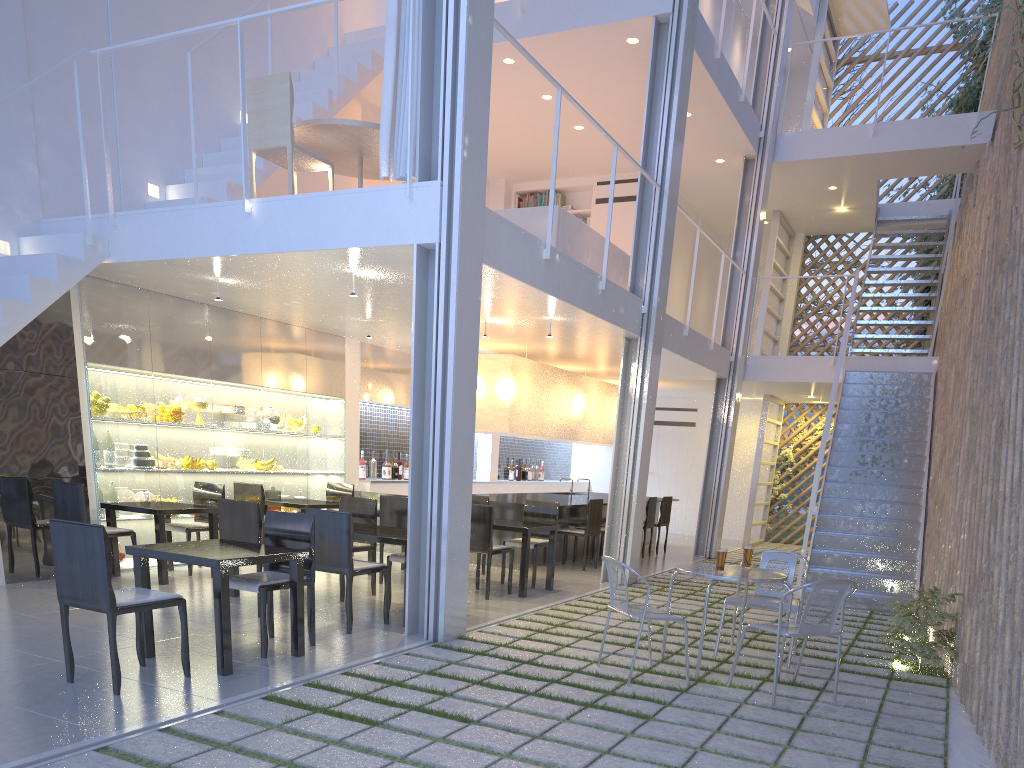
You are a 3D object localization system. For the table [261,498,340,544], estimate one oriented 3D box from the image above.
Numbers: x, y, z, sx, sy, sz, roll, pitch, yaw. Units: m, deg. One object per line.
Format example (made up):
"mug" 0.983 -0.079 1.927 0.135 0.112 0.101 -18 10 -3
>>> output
"table" -1.143 0.811 4.527 0.352 0.351 0.340 6 6 27

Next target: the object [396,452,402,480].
"object" -1.270 0.396 4.727 0.065 0.305 2.101 12 0 29

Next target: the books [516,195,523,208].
"books" 0.056 -1.341 6.222 0.014 0.151 0.085 12 13 29

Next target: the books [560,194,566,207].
"books" 0.375 -1.326 6.080 0.006 0.137 0.069 12 14 29

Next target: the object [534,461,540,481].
"object" 0.225 0.787 7.443 0.045 0.198 0.043 11 16 26

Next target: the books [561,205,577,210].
"books" 0.420 -1.293 6.063 0.092 0.022 0.062 1 -3 32

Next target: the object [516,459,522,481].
"object" 0.060 0.745 7.128 0.044 0.206 0.043 8 15 18

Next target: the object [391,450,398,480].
"object" -1.265 0.392 4.675 0.102 0.305 2.034 12 0 31

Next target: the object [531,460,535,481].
"object" 0.186 0.781 7.402 0.046 0.198 0.041 -1 15 -16

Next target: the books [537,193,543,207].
"books" 0.209 -1.338 6.151 0.024 0.154 0.080 12 14 28

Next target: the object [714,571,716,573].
"object" -0.564 0.356 3.150 2.807 0.424 0.035 1 13 29

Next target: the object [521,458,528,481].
"object" 0.116 0.755 7.262 0.045 0.216 0.043 11 16 26

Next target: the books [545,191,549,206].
"books" 0.275 -1.341 6.117 0.014 0.162 0.083 12 14 29

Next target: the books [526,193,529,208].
"books" 0.132 -1.341 6.187 0.011 0.154 0.082 12 14 29

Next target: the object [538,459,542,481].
"object" 0.247 0.784 7.498 0.046 0.215 0.043 -2 16 -21

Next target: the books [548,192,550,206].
"books" 0.292 -1.335 6.109 0.010 0.150 0.085 12 13 29

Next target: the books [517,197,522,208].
"books" 0.063 -1.332 6.218 0.005 0.131 0.091 12 12 29

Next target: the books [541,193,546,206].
"books" 0.245 -1.337 6.137 0.026 0.152 0.075 12 14 28

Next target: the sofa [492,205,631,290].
"sofa" 0.212 -0.589 4.362 0.489 0.387 0.963 5 -1 28

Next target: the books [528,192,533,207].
"books" 0.144 -1.344 6.182 0.011 0.163 0.079 12 14 29

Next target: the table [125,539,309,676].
"table" -0.854 0.646 2.426 0.352 0.351 0.340 6 6 27

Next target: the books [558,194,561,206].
"books" 0.365 -1.323 6.076 0.006 0.128 0.086 12 12 29

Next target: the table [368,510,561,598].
"table" -0.259 0.831 4.106 0.899 0.349 0.340 3 5 26

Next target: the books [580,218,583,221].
"books" -0.614 -0.532 4.922 0.035 1.743 3.580 16 7 39

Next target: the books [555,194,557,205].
"books" 0.341 -1.325 6.086 0.014 0.131 0.089 12 12 29

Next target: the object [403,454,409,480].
"object" -1.284 0.387 4.652 0.056 0.310 2.381 12 0 30

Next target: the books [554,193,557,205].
"books" 0.330 -1.331 6.088 0.008 0.143 0.091 12 12 29

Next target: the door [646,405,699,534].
"door" -0.242 0.539 5.881 0.457 1.254 5.463 15 4 41

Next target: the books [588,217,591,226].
"books" -0.572 -0.532 4.911 0.036 1.743 3.574 17 8 40

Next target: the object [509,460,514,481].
"object" -0.003 0.741 7.045 0.042 0.193 0.038 3 15 -2

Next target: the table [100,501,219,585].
"table" -1.574 0.713 3.726 0.352 0.351 0.340 6 6 27

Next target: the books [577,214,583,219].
"books" -0.628 -0.533 4.947 0.029 1.801 3.540 16 8 39

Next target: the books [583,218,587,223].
"books" -0.590 -0.536 4.929 0.043 1.733 3.549 17 8 40

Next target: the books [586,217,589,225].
"books" -0.591 -0.521 4.922 0.035 1.771 3.575 17 8 40

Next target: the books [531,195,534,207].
"books" 0.169 -1.332 6.166 0.007 0.136 0.092 12 12 29

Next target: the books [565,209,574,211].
"books" 0.419 -1.270 6.074 0.093 0.022 0.062 2 -3 26

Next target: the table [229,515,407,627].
"table" -0.691 0.734 3.304 0.899 0.349 0.340 3 5 26

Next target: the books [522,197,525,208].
"books" 0.101 -1.333 6.212 0.020 0.139 0.067 12 14 28

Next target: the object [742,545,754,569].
"object" 0.767 0.564 2.680 0.031 0.081 0.029 -1 14 -17

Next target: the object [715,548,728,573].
"object" 0.643 0.543 2.533 0.031 0.081 0.029 -1 14 -17

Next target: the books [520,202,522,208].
"books" 0.082 -1.317 6.229 0.020 0.105 0.060 12 13 28

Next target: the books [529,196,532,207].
"books" 0.156 -1.329 6.175 0.020 0.131 0.088 12 12 29

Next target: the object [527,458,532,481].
"object" 0.153 0.765 7.338 0.044 0.215 0.044 11 17 28

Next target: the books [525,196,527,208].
"books" 0.120 -1.333 6.203 0.020 0.139 0.067 12 14 28

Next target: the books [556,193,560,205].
"books" 0.354 -1.328 6.078 0.014 0.136 0.091 12 12 29

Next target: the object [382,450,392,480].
"object" -1.287 0.387 4.635 0.045 0.305 1.955 12 0 29

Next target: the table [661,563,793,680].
"table" 0.686 0.765 2.663 0.350 0.354 0.327 2 6 -11

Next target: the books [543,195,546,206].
"books" 0.260 -1.328 6.126 0.014 0.134 0.085 12 12 29

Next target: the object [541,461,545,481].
"object" 0.277 0.799 7.553 0.041 0.197 0.041 15 19 38
